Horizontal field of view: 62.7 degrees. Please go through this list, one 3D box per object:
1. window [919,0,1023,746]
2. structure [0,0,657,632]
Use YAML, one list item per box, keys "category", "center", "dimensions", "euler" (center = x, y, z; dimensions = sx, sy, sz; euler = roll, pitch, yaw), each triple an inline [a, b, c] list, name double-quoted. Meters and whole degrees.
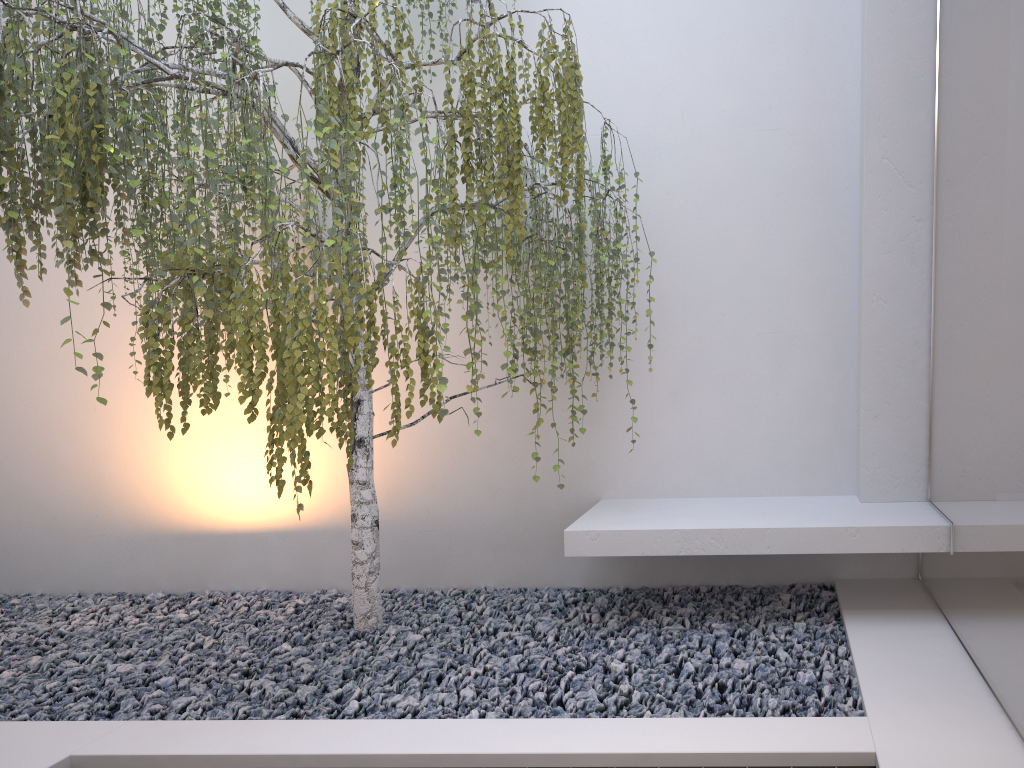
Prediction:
- category: "window"
  center: [1.385, -0.672, 2.297]
  dimensions: [0.048, 3.279, 2.943]
  euler: [-1, 4, 18]
- category: "structure"
  center: [-0.706, -0.983, 2.900]
  dimensions: [2.402, 4.021, 1.779]
  euler: [-2, 5, 4]
